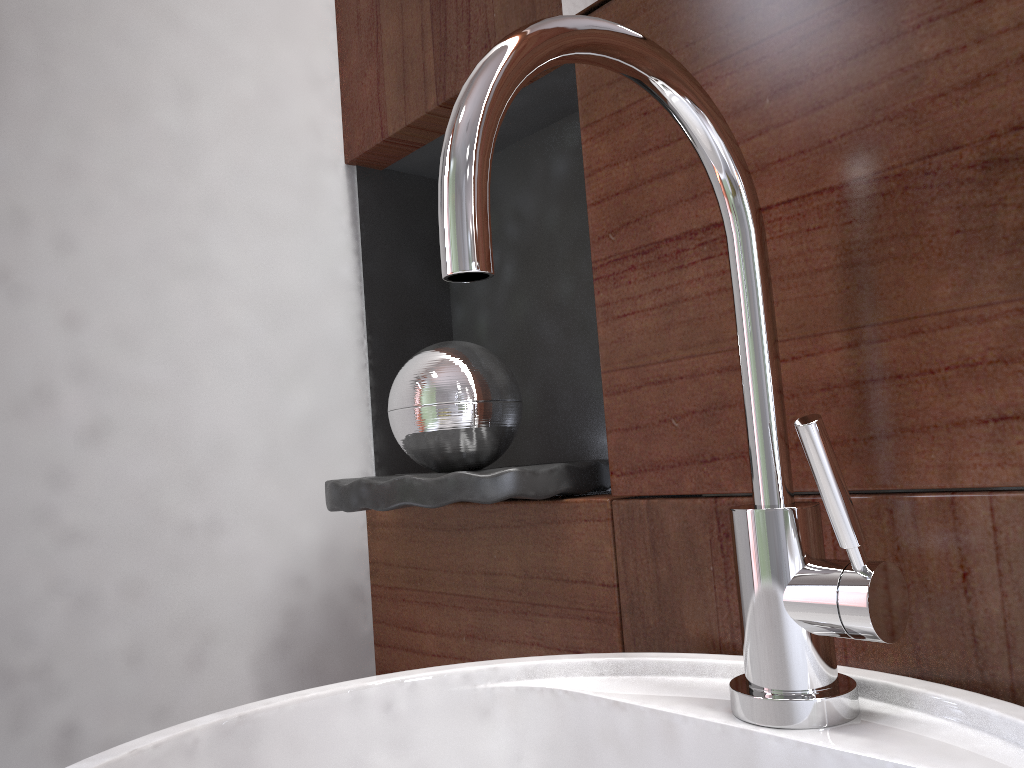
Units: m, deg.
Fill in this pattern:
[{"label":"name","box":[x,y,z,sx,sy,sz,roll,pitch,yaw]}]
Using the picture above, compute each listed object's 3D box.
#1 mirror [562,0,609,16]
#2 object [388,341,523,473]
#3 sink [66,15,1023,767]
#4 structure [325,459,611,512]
[{"label":"mirror","box":[0.114,-0.576,0.504,0.010,0.635,0.316,0,-6,-39]},{"label":"object","box":[0.349,-0.053,0.206,0.104,0.104,1.350,0,-6,-39]},{"label":"sink","box":[0.012,0.200,0.309,0.417,0.715,0.415,0,-6,-39]},{"label":"structure","box":[-0.033,0.078,0.691,0.222,0.023,0.220,-5,-5,10]}]
